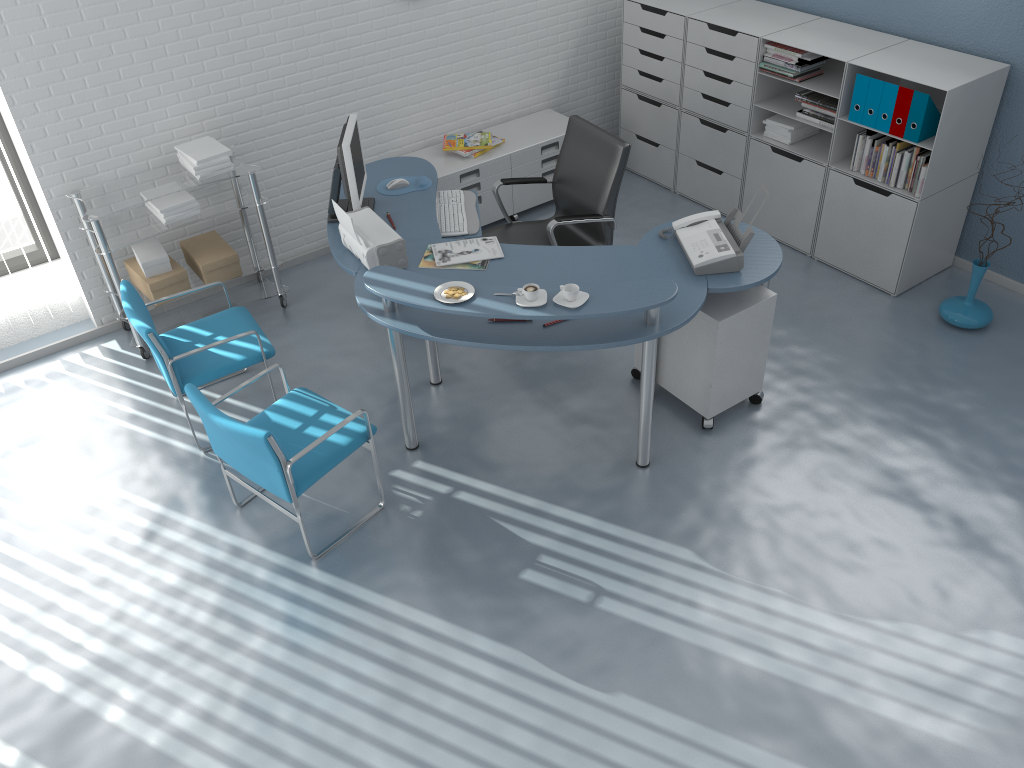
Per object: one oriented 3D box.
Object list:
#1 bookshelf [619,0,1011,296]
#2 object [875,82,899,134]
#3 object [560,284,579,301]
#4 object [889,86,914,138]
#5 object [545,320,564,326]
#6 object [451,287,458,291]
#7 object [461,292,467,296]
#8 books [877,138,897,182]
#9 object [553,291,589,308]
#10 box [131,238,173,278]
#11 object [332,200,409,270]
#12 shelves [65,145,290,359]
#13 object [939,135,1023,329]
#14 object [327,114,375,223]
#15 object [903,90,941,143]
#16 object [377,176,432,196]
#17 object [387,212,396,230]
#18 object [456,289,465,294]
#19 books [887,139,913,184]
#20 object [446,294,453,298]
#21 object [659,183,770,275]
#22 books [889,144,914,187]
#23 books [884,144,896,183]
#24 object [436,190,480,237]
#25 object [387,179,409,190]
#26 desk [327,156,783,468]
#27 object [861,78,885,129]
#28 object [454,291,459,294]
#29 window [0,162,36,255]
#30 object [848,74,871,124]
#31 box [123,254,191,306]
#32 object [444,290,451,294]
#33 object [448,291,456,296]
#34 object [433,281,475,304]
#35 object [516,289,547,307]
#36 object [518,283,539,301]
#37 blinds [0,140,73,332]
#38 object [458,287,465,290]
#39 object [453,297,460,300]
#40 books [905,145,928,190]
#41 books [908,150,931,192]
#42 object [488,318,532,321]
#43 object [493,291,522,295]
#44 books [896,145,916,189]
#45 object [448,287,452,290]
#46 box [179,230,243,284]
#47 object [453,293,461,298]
[{"bbox_3d":[1.618,-1.578,5.385,0.521,1.141,2.294,-26,43,-26],"label":"bookshelf"},{"bbox_3d":[1.965,-1.430,4.519,0.181,0.247,0.082,-26,43,-26],"label":"object"},{"bbox_3d":[0.220,-0.344,3.337,0.062,0.049,0.078,-11,39,-10],"label":"object"},{"bbox_3d":[2.014,-1.390,4.464,0.181,0.247,0.082,-26,43,-26],"label":"object"},{"bbox_3d":[0.218,-0.261,3.501,0.200,0.010,0.011,-19,41,-19],"label":"object"},{"bbox_3d":[-0.221,-0.369,3.436,0.025,0.005,0.027,4,39,10],"label":"object"},{"bbox_3d":[-0.187,-0.348,3.413,0.025,0.005,0.027,28,48,34],"label":"object"},{"bbox_3d":[2.005,-1.189,4.664,0.166,0.217,0.038,-26,43,-26],"label":"books"},{"bbox_3d":[0.223,-0.321,3.346,0.119,0.016,0.119,20,44,27],"label":"object"},{"bbox_3d":[-1.888,-0.661,4.651,0.139,0.090,0.234,-22,42,-22],"label":"box"},{"bbox_3d":[-0.638,-0.675,3.884,0.197,0.273,0.392,-22,42,-22],"label":"object"},{"bbox_3d":[-1.752,-0.705,4.776,0.896,0.848,0.441,-25,43,-25],"label":"shelves"},{"bbox_3d":[2.379,-0.699,4.348,0.357,0.972,0.312,17,42,24],"label":"object"},{"bbox_3d":[-0.792,-1.006,4.203,0.212,0.417,0.365,-4,38,0],"label":"object"},{"bbox_3d":[2.063,-1.350,4.409,0.181,0.247,0.082,-26,43,-26],"label":"object"},{"bbox_3d":[-0.555,-1.031,4.535,0.285,0.026,0.213,-16,40,-16],"label":"object"},{"bbox_3d":[-0.574,-0.774,4.217,0.013,0.013,0.178,-13,39,-12],"label":"object"},{"bbox_3d":[-0.199,-0.357,3.418,0.025,0.005,0.027,-33,47,-32],"label":"object"},{"bbox_3d":[2.035,-1.180,4.626,0.157,0.247,0.021,-26,43,-26],"label":"books"},{"bbox_3d":[-0.241,-0.337,3.404,0.027,0.005,0.025,-2,38,2],"label":"object"},{"bbox_3d":[0.869,-0.699,3.792,0.399,0.280,0.405,-6,38,-3],"label":"object"},{"bbox_3d":[2.045,-1.139,4.624,0.173,0.184,0.032,-26,43,-26],"label":"books"},{"bbox_3d":[2.026,-1.172,4.652,0.155,0.203,0.017,-26,43,-26],"label":"books"},{"bbox_3d":[-0.306,-0.854,4.398,0.276,0.028,0.478,-5,38,-2],"label":"object"},{"bbox_3d":[-0.581,-1.023,4.514,0.115,0.035,0.054,-19,40,-18],"label":"object"},{"bbox_3d":[-0.038,-0.349,4.144,2.282,0.900,1.402,17,42,24],"label":"desk"},{"bbox_3d":[1.917,-1.470,4.574,0.181,0.247,0.082,-26,43,-26],"label":"object"},{"bbox_3d":[-0.216,-0.353,3.422,0.027,0.005,0.025,25,46,32],"label":"object"},{"bbox_3d":[-4.107,-1.170,3.626,3.635,2.562,0.008,-26,43,-26],"label":"window"},{"bbox_3d":[1.868,-1.509,4.628,0.181,0.247,0.082,-26,43,-26],"label":"object"},{"bbox_3d":[-1.883,-0.573,4.720,0.207,0.133,0.347,-29,45,-29],"label":"box"},{"bbox_3d":[-0.249,-0.356,3.428,0.027,0.005,0.025,1,38,6],"label":"object"},{"bbox_3d":[-0.233,-0.350,3.413,0.025,0.005,0.027,-22,42,-22],"label":"object"},{"bbox_3d":[-0.222,-0.350,3.417,0.162,0.011,0.162,2,38,7],"label":"object"},{"bbox_3d":[0.074,-0.323,3.360,0.119,0.016,0.119,-1,38,3],"label":"object"},{"bbox_3d":[0.067,-0.345,3.350,0.078,0.049,0.062,30,49,35],"label":"object"},{"bbox_3d":[-4.136,-0.810,3.117,4.001,2.955,0.158,-26,43,-26],"label":"blinds"},{"bbox_3d":[-0.199,-0.367,3.439,0.027,0.005,0.025,11,40,18],"label":"object"},{"bbox_3d":[-0.212,-0.334,3.397,0.025,0.005,0.027,15,41,22],"label":"object"},{"bbox_3d":[2.100,-1.129,4.571,0.138,0.229,0.032,-26,43,-26],"label":"books"},{"bbox_3d":[2.109,-1.101,4.559,0.157,0.198,0.022,-26,43,-26],"label":"books"},{"bbox_3d":[-0.008,-0.255,3.508,0.178,0.013,0.013,-1,38,4],"label":"object"},{"bbox_3d":[-0.014,-0.348,3.391,0.119,0.021,0.025,5,39,10],"label":"object"},{"bbox_3d":[2.072,-1.133,4.598,0.157,0.203,0.040,-26,43,-26],"label":"books"},{"bbox_3d":[-0.232,-0.370,3.445,0.027,0.005,0.025,12,40,19],"label":"object"},{"bbox_3d":[-1.645,-0.688,4.848,0.207,0.133,0.347,-26,43,-26],"label":"box"},{"bbox_3d":[-0.210,-0.338,3.396,0.025,0.005,0.027,21,44,28],"label":"object"}]
